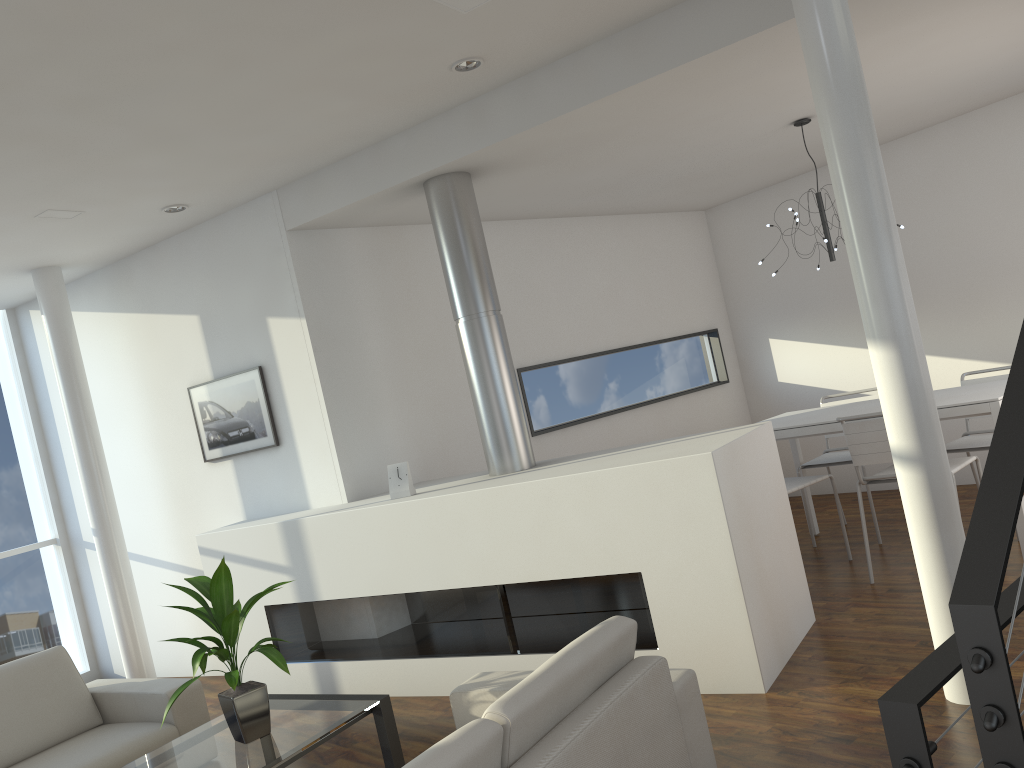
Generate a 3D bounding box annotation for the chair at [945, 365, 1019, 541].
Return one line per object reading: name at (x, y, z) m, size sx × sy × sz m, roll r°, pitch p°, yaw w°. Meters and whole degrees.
chair at (2.383, 0.332, 4.405) m, size 0.553 × 0.765 × 0.429 m, roll -13°, pitch 1°, yaw -35°

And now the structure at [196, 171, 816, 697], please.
structure at (-0.322, 0.209, 4.049) m, size 2.757 × 2.206 × 0.748 m, roll -13°, pitch 1°, yaw 32°

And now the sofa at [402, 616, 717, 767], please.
sofa at (-0.228, 0.994, 1.973) m, size 0.804 × 0.565 × 1.606 m, roll -13°, pitch 0°, yaw 33°

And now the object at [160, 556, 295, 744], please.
object at (-0.898, 0.850, 2.883) m, size 0.458 × 0.601 × 0.431 m, roll -13°, pitch 0°, yaw 18°

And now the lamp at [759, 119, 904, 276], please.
lamp at (1.533, -0.960, 4.434) m, size 0.617 × 0.726 × 0.590 m, roll -13°, pitch 0°, yaw -20°

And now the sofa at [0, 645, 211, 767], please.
sofa at (-1.981, 1.405, 3.135) m, size 0.804 × 0.565 × 1.606 m, roll -13°, pitch 0°, yaw 33°

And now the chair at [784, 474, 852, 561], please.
chair at (1.294, 0.579, 4.416) m, size 0.553 × 0.765 × 0.429 m, roll -13°, pitch 1°, yaw -36°

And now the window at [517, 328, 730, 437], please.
window at (0.760, -0.037, 5.888) m, size 2.018 × 0.408 × 0.165 m, roll -12°, pitch 0°, yaw -42°

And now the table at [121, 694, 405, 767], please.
table at (-1.084, 1.343, 2.515) m, size 0.663 × 0.284 × 1.604 m, roll -13°, pitch -1°, yaw 33°

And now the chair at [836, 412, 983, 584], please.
chair at (1.821, 0.454, 3.978) m, size 0.429 × 0.765 × 0.553 m, roll -12°, pitch 1°, yaw 45°

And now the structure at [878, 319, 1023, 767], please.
structure at (2.281, 0.235, 1.993) m, size 4.348 × 6.299 × 1.097 m, roll -13°, pitch 1°, yaw -42°

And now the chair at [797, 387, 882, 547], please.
chair at (1.883, 0.451, 4.925) m, size 0.429 × 0.765 × 0.553 m, roll -12°, pitch 1°, yaw 43°

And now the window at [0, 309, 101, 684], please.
window at (-4.141, -0.656, 4.165) m, size 0.090 × 5.636 × 3.405 m, roll -12°, pitch 1°, yaw 32°

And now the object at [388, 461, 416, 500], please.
object at (-0.501, 0.430, 3.965) m, size 0.100 × 0.151 × 0.061 m, roll -13°, pitch 1°, yaw 19°

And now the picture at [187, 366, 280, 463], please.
picture at (-1.470, 0.167, 4.650) m, size 0.576 × 0.415 × 0.020 m, roll -13°, pitch 1°, yaw 32°

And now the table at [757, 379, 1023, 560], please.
table at (1.871, 0.462, 4.388) m, size 0.698 × 0.720 × 1.404 m, roll -13°, pitch 0°, yaw -42°
